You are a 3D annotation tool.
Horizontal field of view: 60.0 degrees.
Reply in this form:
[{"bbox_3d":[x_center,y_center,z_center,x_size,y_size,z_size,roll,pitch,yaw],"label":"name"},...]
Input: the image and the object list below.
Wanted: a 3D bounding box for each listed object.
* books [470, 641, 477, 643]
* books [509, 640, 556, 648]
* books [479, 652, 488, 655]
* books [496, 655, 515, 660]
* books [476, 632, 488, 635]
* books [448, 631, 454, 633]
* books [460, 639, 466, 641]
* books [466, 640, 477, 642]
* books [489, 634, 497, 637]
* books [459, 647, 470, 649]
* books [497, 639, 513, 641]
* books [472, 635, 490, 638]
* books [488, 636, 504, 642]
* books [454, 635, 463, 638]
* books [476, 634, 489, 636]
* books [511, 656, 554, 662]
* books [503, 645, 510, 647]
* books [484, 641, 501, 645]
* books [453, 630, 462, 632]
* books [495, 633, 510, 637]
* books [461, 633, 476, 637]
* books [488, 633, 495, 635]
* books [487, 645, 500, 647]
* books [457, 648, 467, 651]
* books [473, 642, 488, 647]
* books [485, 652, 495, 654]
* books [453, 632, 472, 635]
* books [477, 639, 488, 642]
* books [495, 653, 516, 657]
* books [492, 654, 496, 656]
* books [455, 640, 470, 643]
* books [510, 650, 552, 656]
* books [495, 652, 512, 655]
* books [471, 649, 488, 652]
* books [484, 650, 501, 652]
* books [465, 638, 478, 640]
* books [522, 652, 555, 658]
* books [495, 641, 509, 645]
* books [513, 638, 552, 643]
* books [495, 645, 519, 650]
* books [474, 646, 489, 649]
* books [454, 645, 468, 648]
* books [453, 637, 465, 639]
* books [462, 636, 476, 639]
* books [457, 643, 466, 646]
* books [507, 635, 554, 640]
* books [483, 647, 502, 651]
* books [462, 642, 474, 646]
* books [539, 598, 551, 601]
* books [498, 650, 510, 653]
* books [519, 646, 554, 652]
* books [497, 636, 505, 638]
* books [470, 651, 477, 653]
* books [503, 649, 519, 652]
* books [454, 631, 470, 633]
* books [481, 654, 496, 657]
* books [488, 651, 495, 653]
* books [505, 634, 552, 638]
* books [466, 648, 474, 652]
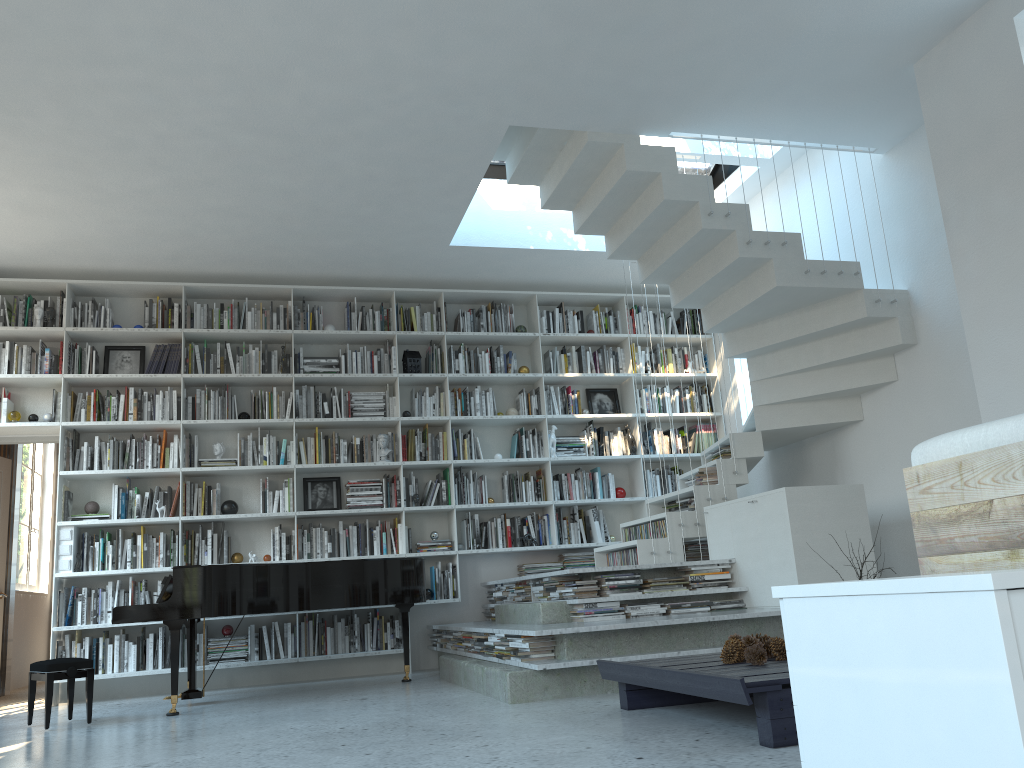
[{"bbox_3d":[-0.192,1.702,5.875,0.140,0.013,0.181,-1,-14,-15],"label":"books"},{"bbox_3d":[0.108,1.385,4.731,0.156,0.027,0.288,1,-15,-21],"label":"books"},{"bbox_3d":[-0.116,1.682,5.570,0.142,0.012,0.292,-1,-14,-12],"label":"books"},{"bbox_3d":[0.020,1.531,4.996,0.191,0.016,0.209,-2,-14,-11],"label":"books"},{"bbox_3d":[-0.125,1.569,5.595,0.160,0.008,0.239,-1,-14,-15],"label":"books"},{"bbox_3d":[-0.372,1.805,6.465,0.159,0.006,0.286,-1,-14,-14],"label":"books"},{"bbox_3d":[-0.277,1.771,6.166,0.140,0.013,0.181,-1,-14,-13],"label":"books"},{"bbox_3d":[-0.201,1.692,5.875,0.155,0.009,0.298,-1,-14,-15],"label":"books"},{"bbox_3d":[-0.045,1.501,5.307,0.139,0.013,0.289,-2,-14,-11],"label":"books"},{"bbox_3d":[-0.274,1.823,6.154,0.140,0.008,0.284,0,-14,-18],"label":"books"},{"bbox_3d":[0.030,1.442,5.021,0.175,0.006,0.252,0,-14,-16],"label":"books"},{"bbox_3d":[-0.134,1.587,5.588,0.170,0.014,0.281,1,-14,-19],"label":"books"},{"bbox_3d":[-0.041,1.521,5.303,0.141,0.028,0.223,1,-15,-21],"label":"books"},{"bbox_3d":[-0.303,1.749,6.165,0.182,0.016,0.199,-2,-14,-11],"label":"books"},{"bbox_3d":[-0.121,1.576,5.595,0.157,0.007,0.269,0,-14,-16],"label":"books"},{"bbox_3d":[0.108,1.456,4.713,0.184,0.017,0.231,-1,-14,-14],"label":"books"},{"bbox_3d":[0.035,1.474,5.014,0.150,0.004,0.291,-1,-14,-12],"label":"books"},{"bbox_3d":[-0.054,1.542,5.295,0.180,0.016,0.183,1,-14,-19],"label":"books"},{"bbox_3d":[-0.310,1.713,6.172,0.193,0.005,0.225,1,-14,-20],"label":"books"},{"bbox_3d":[0.018,1.414,5.024,0.182,0.016,0.257,-1,-14,-13],"label":"books"},{"bbox_3d":[-0.219,1.660,5.878,0.179,0.012,0.250,1,-14,-19],"label":"books"},{"bbox_3d":[-0.046,1.488,5.310,0.157,0.014,0.216,-1,-14,-14],"label":"books"},{"bbox_3d":[-0.051,1.554,5.293,0.171,0.007,0.261,-1,-14,-13],"label":"books"},{"bbox_3d":[-0.281,1.833,6.149,0.157,0.014,0.181,1,-14,-19],"label":"books"},{"bbox_3d":[-0.129,1.630,5.579,0.160,0.025,0.244,1,-15,-21],"label":"books"},{"bbox_3d":[-0.043,1.598,5.284,0.171,0.005,0.298,0,-14,-17],"label":"books"},{"bbox_3d":[-0.297,1.734,6.170,0.171,0.015,0.253,1,-14,-19],"label":"books"},{"bbox_3d":[-0.120,1.610,5.587,0.142,0.017,0.240,1,-14,-20],"label":"books"},{"bbox_3d":[0.030,1.520,5.001,0.178,0.009,0.277,0,-14,-18],"label":"books"},{"bbox_3d":[-0.039,1.604,5.283,0.147,0.008,0.237,-2,-14,-11],"label":"books"},{"bbox_3d":[-0.289,1.783,6.160,0.159,0.011,0.246,1,-14,-20],"label":"books"},{"bbox_3d":[0.100,1.425,4.718,0.187,0.017,0.206,-2,-14,-11],"label":"books"},{"bbox_3d":[0.023,1.512,5.001,0.191,0.006,0.276,-1,-14,-14],"label":"books"},{"bbox_3d":[-0.138,1.666,5.568,0.189,0.009,0.291,-1,-14,-13],"label":"books"},{"bbox_3d":[-0.049,1.583,5.286,0.180,0.008,0.268,0,-14,-17],"label":"books"},{"bbox_3d":[-0.206,1.683,5.876,0.169,0.009,0.242,0,-14,-16],"label":"books"},{"bbox_3d":[0.136,1.441,4.725,0.132,0.014,0.206,0,-14,-16],"label":"books"},{"bbox_3d":[0.023,1.459,5.014,0.168,0.013,0.282,1,-15,-21],"label":"books"},{"bbox_3d":[0.107,1.365,4.735,0.165,0.015,0.243,-1,-14,-12],"label":"books"},{"bbox_3d":[0.023,1.483,5.008,0.191,0.015,0.247,-1,-14,-15],"label":"books"},{"bbox_3d":[-0.130,1.648,5.574,0.177,0.011,0.220,-1,-14,-14],"label":"books"},{"bbox_3d":[-0.286,1.813,6.153,0.159,0.012,0.293,1,-14,-19],"label":"books"},{"bbox_3d":[-0.295,1.760,6.164,0.169,0.009,0.242,1,-14,-20],"label":"books"},{"bbox_3d":[-0.215,1.672,5.876,0.165,0.014,0.236,1,-15,-21],"label":"books"},{"bbox_3d":[-0.282,1.802,6.157,0.165,0.012,0.205,0,-14,-16],"label":"books"},{"bbox_3d":[0.099,1.353,4.736,0.176,0.010,0.267,1,-14,-20],"label":"books"},{"bbox_3d":[-0.055,1.573,5.286,0.189,0.013,0.215,0,-14,-18],"label":"books"},{"bbox_3d":[-0.212,1.715,5.866,0.182,0.013,0.288,-1,-14,-15],"label":"books"},{"bbox_3d":[0.272,1.461,6.028,0.132,0.016,0.263,-2,-14,-11],"label":"books"},{"bbox_3d":[0.037,1.506,5.006,0.170,0.006,0.269,0,-14,-16],"label":"books"},{"bbox_3d":[0.129,1.408,4.731,0.137,0.019,0.225,-1,-14,-15],"label":"books"},{"bbox_3d":[0.020,1.426,5.022,0.178,0.010,0.196,-2,-14,-11],"label":"books"},{"bbox_3d":[-0.192,1.760,5.860,0.147,0.008,0.237,0,-14,-17],"label":"books"},{"bbox_3d":[0.044,1.497,5.011,0.154,0.014,0.197,0,-14,-16],"label":"books"},{"bbox_3d":[-0.295,1.721,6.174,0.174,0.011,0.228,0,-14,-17],"label":"books"},{"bbox_3d":[-0.058,1.611,5.276,0.193,0.005,0.225,1,-14,-20],"label":"books"},{"bbox_3d":[-0.042,1.591,5.286,0.159,0.009,0.276,-1,-14,-13],"label":"books"},{"bbox_3d":[0.091,1.341,4.737,0.192,0.014,0.257,1,-14,-20],"label":"books"},{"bbox_3d":[-0.208,1.752,5.858,0.161,0.008,0.255,-2,-14,-11],"label":"books"}]
